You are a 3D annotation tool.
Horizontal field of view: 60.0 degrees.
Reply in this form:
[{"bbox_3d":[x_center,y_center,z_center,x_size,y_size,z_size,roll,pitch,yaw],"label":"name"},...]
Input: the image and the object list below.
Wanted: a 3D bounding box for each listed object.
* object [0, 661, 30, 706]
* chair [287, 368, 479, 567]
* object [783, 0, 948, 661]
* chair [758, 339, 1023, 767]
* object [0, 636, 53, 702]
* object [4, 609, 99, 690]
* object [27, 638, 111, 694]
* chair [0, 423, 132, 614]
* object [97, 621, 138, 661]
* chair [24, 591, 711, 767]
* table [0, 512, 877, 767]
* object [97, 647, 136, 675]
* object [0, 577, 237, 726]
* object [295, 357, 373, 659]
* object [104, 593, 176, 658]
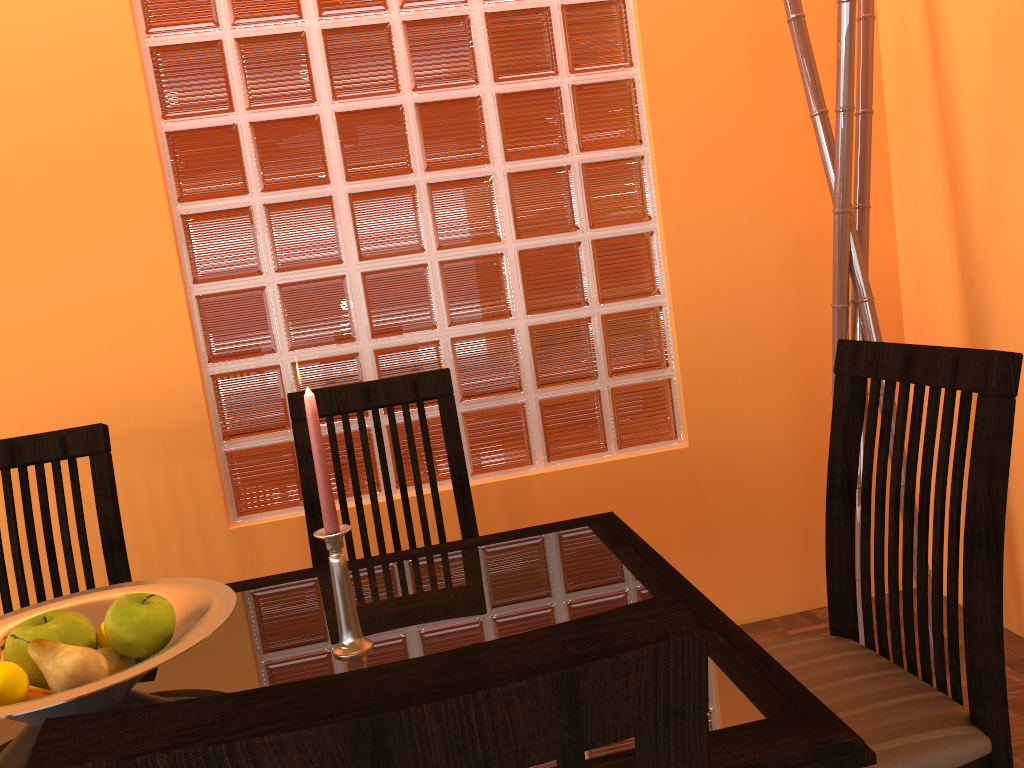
[{"bbox_3d":[-0.483,0.286,0.837,0.055,0.046,0.046,-1,10,44],"label":"object"},{"bbox_3d":[-0.155,0.411,1.379,0.373,0.809,0.465,-9,8,-8],"label":"chair"},{"bbox_3d":[0.739,-0.177,1.873,0.226,1.589,0.308,-6,8,14],"label":"object"},{"bbox_3d":[0.342,0.382,1.057,0.465,0.809,0.373,-10,8,-13],"label":"chair"},{"bbox_3d":[-0.499,0.297,0.888,0.150,0.052,0.066,-2,10,40],"label":"object"},{"bbox_3d":[-0.483,0.282,0.934,0.087,0.076,0.089,-8,7,-2],"label":"object"},{"bbox_3d":[-0.424,0.277,0.854,0.066,0.070,0.055,-12,8,-27],"label":"object"},{"bbox_3d":[-0.718,0.503,1.296,0.373,0.809,0.465,-9,8,-8],"label":"chair"},{"bbox_3d":[-0.421,0.274,0.957,0.047,0.056,0.045,-8,7,-2],"label":"object"},{"bbox_3d":[-0.033,0.493,0.627,0.373,0.809,0.465,-9,8,-8],"label":"chair"},{"bbox_3d":[-0.361,0.612,0.946,1.259,0.584,0.697,-9,8,-8],"label":"table"},{"bbox_3d":[-0.422,0.300,0.900,0.055,0.053,0.079,-5,8,25],"label":"object"},{"bbox_3d":[-0.450,0.296,0.910,0.337,0.072,0.337,-15,10,-42],"label":"object"},{"bbox_3d":[-0.194,0.126,0.936,0.044,0.326,0.044,-11,8,-19],"label":"object"},{"bbox_3d":[-0.384,0.249,0.918,0.069,0.066,0.069,-8,7,2],"label":"object"}]
